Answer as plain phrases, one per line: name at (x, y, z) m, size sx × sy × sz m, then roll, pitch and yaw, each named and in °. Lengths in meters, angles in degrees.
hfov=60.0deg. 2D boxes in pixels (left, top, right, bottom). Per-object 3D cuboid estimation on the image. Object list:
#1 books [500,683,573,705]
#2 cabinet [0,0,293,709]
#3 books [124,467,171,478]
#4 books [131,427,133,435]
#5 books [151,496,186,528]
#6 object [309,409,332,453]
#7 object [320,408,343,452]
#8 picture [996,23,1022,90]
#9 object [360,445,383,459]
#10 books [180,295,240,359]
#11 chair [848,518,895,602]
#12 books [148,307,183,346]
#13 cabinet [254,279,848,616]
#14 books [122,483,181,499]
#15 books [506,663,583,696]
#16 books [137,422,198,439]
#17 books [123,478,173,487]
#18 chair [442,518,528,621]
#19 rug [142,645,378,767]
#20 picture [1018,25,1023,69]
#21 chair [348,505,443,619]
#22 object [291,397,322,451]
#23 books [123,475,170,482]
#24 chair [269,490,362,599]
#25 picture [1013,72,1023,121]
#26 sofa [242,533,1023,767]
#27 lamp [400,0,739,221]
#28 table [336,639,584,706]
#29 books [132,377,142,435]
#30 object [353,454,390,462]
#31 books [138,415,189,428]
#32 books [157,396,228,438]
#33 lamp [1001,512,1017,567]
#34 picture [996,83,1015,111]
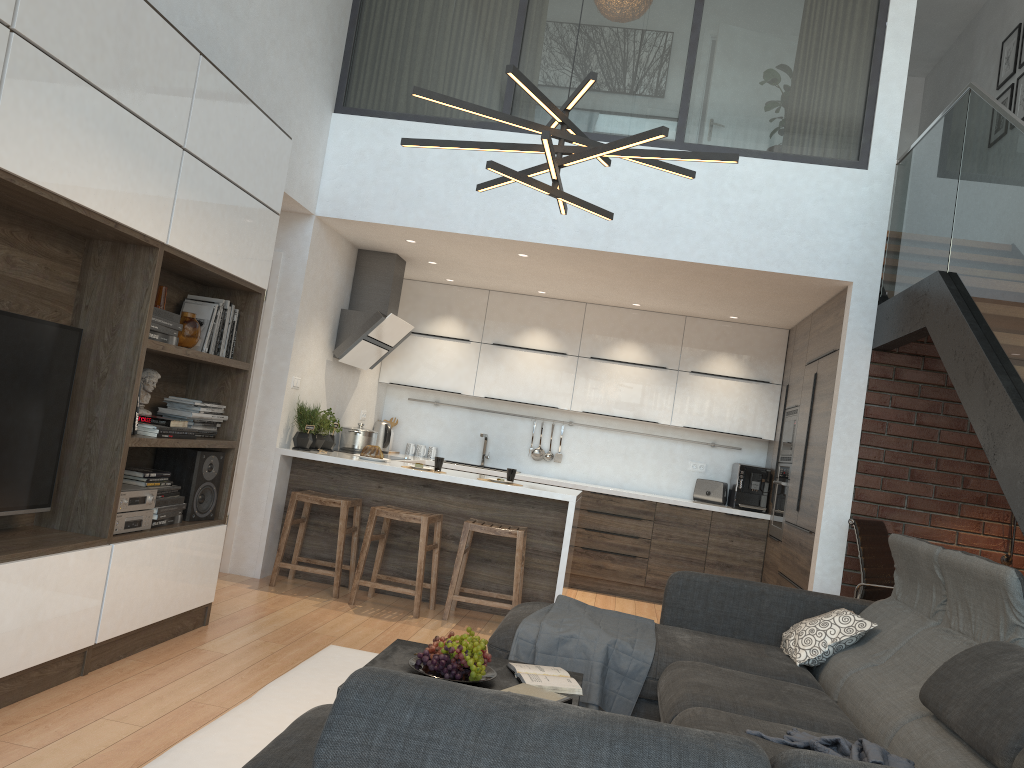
books at (0.056, 0.974, 2.720) m, size 0.179 × 0.029 × 0.225 m, roll 7°, pitch -4°, yaw 31°
cabinet at (-1.719, -0.212, 2.505) m, size 0.338 × 2.494 × 4.036 m, roll 8°, pitch -3°, yaw 8°
books at (-1.658, 0.395, 3.970) m, size 0.161 × 0.023 × 0.213 m, roll 8°, pitch -3°, yaw 11°
books at (-1.637, 0.069, 3.636) m, size 0.193 × 0.255 × 0.066 m, roll 8°, pitch -3°, yaw 7°
books at (-1.637, 0.554, 3.962) m, size 0.248 × 0.123 × 0.307 m, roll 9°, pitch -3°, yaw 3°
object at (-1.358, 0.322, 6.178) m, size 0.221 × 0.283 × 0.211 m, roll 7°, pitch -4°, yaw 21°
object at (-1.325, 0.325, 6.372) m, size 0.179 × 0.311 × 0.172 m, roll 8°, pitch -4°, yaw 19°
picture at (3.985, -2.618, 7.107) m, size 0.025 × 0.410 × 0.333 m, roll 8°, pitch -3°, yaw 8°
object at (-0.961, 0.471, 6.089) m, size 0.155 × 0.101 × 0.161 m, roll 9°, pitch -3°, yaw 3°
books at (-1.501, -0.282, 4.317) m, size 0.201 × 0.287 × 0.332 m, roll 8°, pitch -3°, yaw 8°
chair at (2.185, 1.291, 4.886) m, size 0.700 × 0.991 × 0.651 m, roll 6°, pitch -5°, yaw 42°
books at (-1.576, -0.257, 3.698) m, size 0.277 × 0.137 × 0.343 m, roll 9°, pitch -3°, yaw 3°
cabinet at (0.378, 0.412, 6.748) m, size 3.495 × 2.401 × 2.401 m, roll 8°, pitch -3°, yaw 8°
books at (-1.644, 0.469, 3.964) m, size 0.224 × 0.042 × 0.277 m, roll 9°, pitch -3°, yaw 3°
books at (0.109, 1.004, 3.040) m, size 0.199 × 0.025 × 0.294 m, roll 10°, pitch -3°, yaw -13°
books at (-1.577, 0.198, 3.902) m, size 0.250 × 0.047 × 0.310 m, roll 8°, pitch -3°, yaw 13°
books at (-1.646, 0.435, 3.964) m, size 0.161 × 0.023 × 0.213 m, roll 8°, pitch -3°, yaw 11°
chair at (-0.141, 1.171, 5.509) m, size 0.450 × 0.600 × 0.350 m, roll 8°, pitch -3°, yaw 5°
rug at (-0.268, 1.300, 3.046) m, size 1.606 × 0.013 × 2.496 m, roll 8°, pitch -3°, yaw 7°
picture at (3.933, -2.648, 6.700) m, size 0.025 × 0.410 × 0.333 m, roll 8°, pitch -3°, yaw 8°
chair at (-0.694, 1.085, 5.506) m, size 0.450 × 0.600 × 0.350 m, roll 8°, pitch -3°, yaw 13°
object at (-1.381, 0.263, 5.966) m, size 0.186 × 0.367 × 0.196 m, roll 8°, pitch -3°, yaw 8°
books at (-1.646, 0.416, 3.965) m, size 0.142 × 0.015 × 0.198 m, roll 8°, pitch -3°, yaw 6°
chair at (-1.233, 1.014, 5.704) m, size 0.450 × 0.600 × 0.350 m, roll 8°, pitch -3°, yaw 8°
picture at (3.859, -2.170, 6.671) m, size 0.025 × 0.410 × 0.333 m, roll 8°, pitch -3°, yaw 8°
sofa at (0.559, 0.911, 2.681) m, size 2.108 × 0.995 × 3.169 m, roll 8°, pitch -3°, yaw 8°
lamp at (0.418, -2.442, 3.148) m, size 1.200 × 3.645 × 0.831 m, roll 8°, pitch -4°, yaw 18°
table at (-0.152, 1.131, 2.904) m, size 0.700 × 0.323 × 0.700 m, roll 8°, pitch -3°, yaw 8°
books at (-1.627, 0.078, 3.664) m, size 0.177 × 0.242 × 0.066 m, roll 8°, pitch -3°, yaw 7°
object at (-0.958, 0.510, 6.074) m, size 0.261 × 0.021 × 0.261 m, roll 9°, pitch -3°, yaw 2°
books at (-1.598, 0.157, 3.917) m, size 0.266 × 0.030 × 0.209 m, roll 9°, pitch -3°, yaw 1°
books at (-1.553, 0.159, 4.263) m, size 0.224 × 0.176 × 0.374 m, roll 8°, pitch -3°, yaw 7°
lamp at (2.901, 0.879, 4.706) m, size 0.462 × 2.003 × 1.054 m, roll 9°, pitch -3°, yaw -9°
picture at (3.910, -2.136, 7.078) m, size 0.025 × 0.410 × 0.333 m, roll 8°, pitch -3°, yaw 8°
